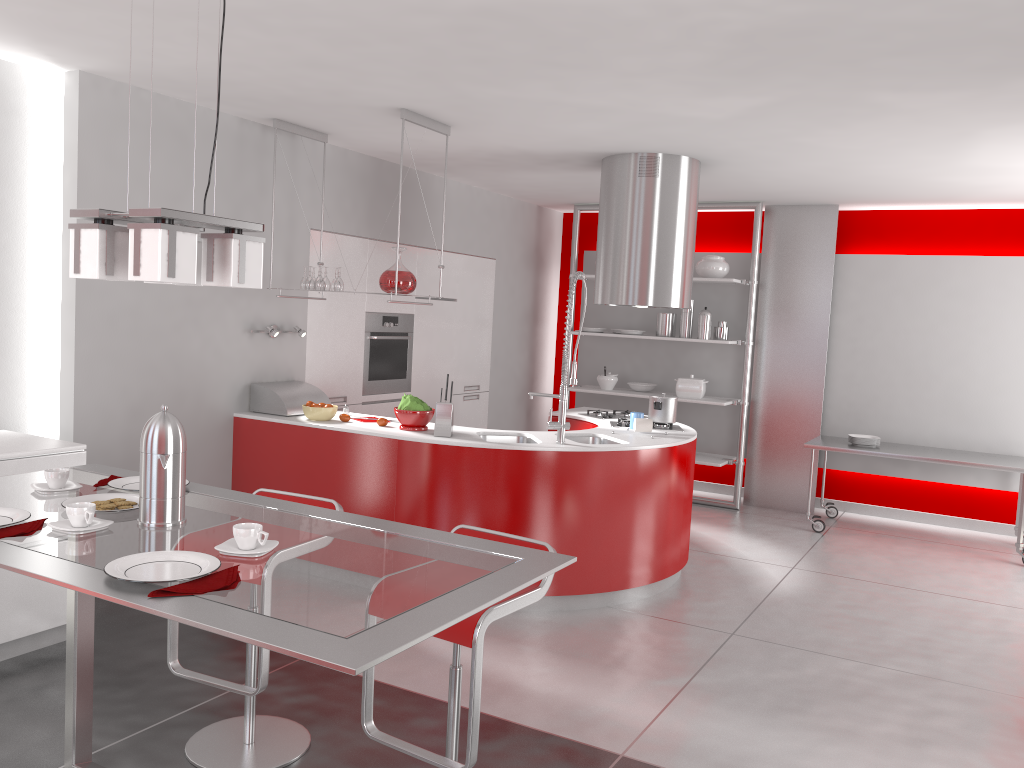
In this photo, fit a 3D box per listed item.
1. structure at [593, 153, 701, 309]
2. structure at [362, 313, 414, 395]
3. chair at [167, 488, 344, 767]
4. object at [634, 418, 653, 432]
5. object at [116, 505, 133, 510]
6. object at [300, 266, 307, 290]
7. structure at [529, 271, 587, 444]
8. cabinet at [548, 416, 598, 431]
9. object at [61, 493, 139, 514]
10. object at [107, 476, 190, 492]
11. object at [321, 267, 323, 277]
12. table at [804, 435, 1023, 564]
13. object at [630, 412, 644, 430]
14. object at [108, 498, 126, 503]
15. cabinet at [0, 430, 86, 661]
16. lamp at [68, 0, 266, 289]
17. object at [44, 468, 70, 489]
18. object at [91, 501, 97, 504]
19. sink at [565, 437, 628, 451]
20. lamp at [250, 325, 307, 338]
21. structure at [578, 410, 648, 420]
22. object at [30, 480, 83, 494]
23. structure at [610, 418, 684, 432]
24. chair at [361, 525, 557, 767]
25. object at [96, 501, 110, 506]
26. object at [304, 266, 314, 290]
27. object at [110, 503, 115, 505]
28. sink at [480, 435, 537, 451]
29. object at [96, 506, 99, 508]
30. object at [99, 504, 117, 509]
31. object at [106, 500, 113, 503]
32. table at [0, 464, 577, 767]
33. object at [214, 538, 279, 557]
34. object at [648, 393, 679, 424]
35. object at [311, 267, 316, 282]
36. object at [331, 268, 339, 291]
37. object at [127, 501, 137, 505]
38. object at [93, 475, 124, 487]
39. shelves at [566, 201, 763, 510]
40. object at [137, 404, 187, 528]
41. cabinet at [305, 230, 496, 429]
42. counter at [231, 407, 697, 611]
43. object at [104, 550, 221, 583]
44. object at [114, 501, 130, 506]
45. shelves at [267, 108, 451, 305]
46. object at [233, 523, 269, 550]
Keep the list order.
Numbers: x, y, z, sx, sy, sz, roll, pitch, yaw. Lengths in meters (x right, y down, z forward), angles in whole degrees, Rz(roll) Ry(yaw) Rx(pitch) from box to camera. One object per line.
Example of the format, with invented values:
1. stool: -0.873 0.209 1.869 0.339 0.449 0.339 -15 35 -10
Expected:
1. structure: 0.890 -0.987 5.877 0.644 0.958 0.644 3 4 -5
2. structure: -0.896 -0.224 6.553 0.050 0.589 0.599 5 5 29
3. chair: -0.887 0.835 3.086 0.418 0.857 0.460 5 5 24
4. object: 0.775 0.242 5.258 0.100 0.080 0.109 3 4 -1
5. object: -0.984 0.313 2.255 0.036 0.006 0.034 -1 6 -40
6. object: -1.234 -0.630 5.290 0.060 0.141 0.060 5 5 29
7. structure: 0.271 -0.146 4.745 0.308 0.920 0.178 2 5 -18
8. cabinet: -0.346 0.627 5.596 1.875 0.761 1.025 2 5 -16
9. object: -1.030 0.308 2.265 0.217 0.015 0.217 1 5 -24
10. object: -1.034 0.288 2.527 0.217 0.015 0.217 1 5 -25
11. object: -1.144 -0.626 5.303 0.060 0.141 0.060 5 5 29
12. table: 3.109 0.852 6.792 1.627 0.682 0.749 6 5 30
13. object: 0.756 0.223 5.385 0.080 0.100 0.109 3 4 2
14. object: -1.024 0.302 2.301 0.034 0.006 0.036 4 5 17
15. cabinet: -2.593 0.716 3.286 0.610 0.880 1.802 5 5 29
16. lamp: -0.776 -0.745 2.034 0.304 1.025 0.304 5 5 29
17. object: -1.254 0.260 2.433 0.078 0.049 0.062 5 5 28
18. object: -1.064 0.307 2.286 0.036 0.006 0.034 4 4 12
19. sink: 0.442 0.412 4.998 0.326 0.172 0.428 1 5 -22
20. lamp: -1.413 -0.320 5.455 0.155 0.081 0.454 5 5 29
21. structure: 0.727 0.209 6.214 0.457 0.037 0.303 0 5 -31
22. object: -1.248 0.285 2.432 0.119 0.016 0.119 -1 6 -42
23. structure: 0.862 0.256 5.699 0.457 0.037 0.303 3 4 4
24. chair: -0.159 0.905 2.682 0.418 0.857 0.460 6 5 33
25. object: -1.044 0.303 2.263 0.034 0.006 0.036 1 5 -24
26. object: -1.187 -0.621 5.208 0.060 0.141 0.060 3 4 5
27. object: -1.021 0.310 2.273 0.034 0.006 0.036 -1 6 -44
28. sink: -0.025 0.397 4.861 0.326 0.172 0.428 2 4 -10
29. object: -1.058 0.310 2.244 0.036 0.006 0.034 4 4 8
30. object: -1.017 0.307 2.232 0.034 0.006 0.036 7 6 40
31. object: -1.038 0.306 2.313 0.036 0.006 0.034 5 5 29
32. table: -0.813 0.840 2.128 1.700 1.000 0.800 5 5 29
33. object: -0.579 0.358 1.938 0.119 0.016 0.119 4 4 9
34. object: 0.967 0.152 5.681 0.189 0.185 0.218 2 4 -9
35. object: -1.202 -0.634 5.370 0.060 0.141 0.060 5 5 29
36. object: -1.046 -0.619 5.277 0.060 0.141 0.060 5 5 29
37. object: -0.995 0.309 2.299 0.036 0.006 0.034 5 5 28
38. object: -1.152 0.278 2.599 0.095 0.012 0.234 5 5 29
39. shelves: 1.259 -0.292 7.865 1.735 2.599 0.535 5 5 29
40. object: -0.855 0.190 2.149 0.149 0.287 0.113 6 5 36
41. cabinet: -1.039 -0.060 6.982 0.614 2.026 2.398 5 5 29
42. counter: -0.132 0.683 5.433 2.865 0.880 1.868 1 5 -27
43. object: -0.689 0.366 1.755 0.217 0.015 0.217 0 6 -37
44. object: -0.997 0.306 2.268 0.034 0.006 0.036 0 6 -38
45. shelves: -0.889 -0.990 5.123 0.934 1.023 0.462 5 5 29
46. object: -0.573 0.335 1.931 0.062 0.049 0.078 0 6 -39
